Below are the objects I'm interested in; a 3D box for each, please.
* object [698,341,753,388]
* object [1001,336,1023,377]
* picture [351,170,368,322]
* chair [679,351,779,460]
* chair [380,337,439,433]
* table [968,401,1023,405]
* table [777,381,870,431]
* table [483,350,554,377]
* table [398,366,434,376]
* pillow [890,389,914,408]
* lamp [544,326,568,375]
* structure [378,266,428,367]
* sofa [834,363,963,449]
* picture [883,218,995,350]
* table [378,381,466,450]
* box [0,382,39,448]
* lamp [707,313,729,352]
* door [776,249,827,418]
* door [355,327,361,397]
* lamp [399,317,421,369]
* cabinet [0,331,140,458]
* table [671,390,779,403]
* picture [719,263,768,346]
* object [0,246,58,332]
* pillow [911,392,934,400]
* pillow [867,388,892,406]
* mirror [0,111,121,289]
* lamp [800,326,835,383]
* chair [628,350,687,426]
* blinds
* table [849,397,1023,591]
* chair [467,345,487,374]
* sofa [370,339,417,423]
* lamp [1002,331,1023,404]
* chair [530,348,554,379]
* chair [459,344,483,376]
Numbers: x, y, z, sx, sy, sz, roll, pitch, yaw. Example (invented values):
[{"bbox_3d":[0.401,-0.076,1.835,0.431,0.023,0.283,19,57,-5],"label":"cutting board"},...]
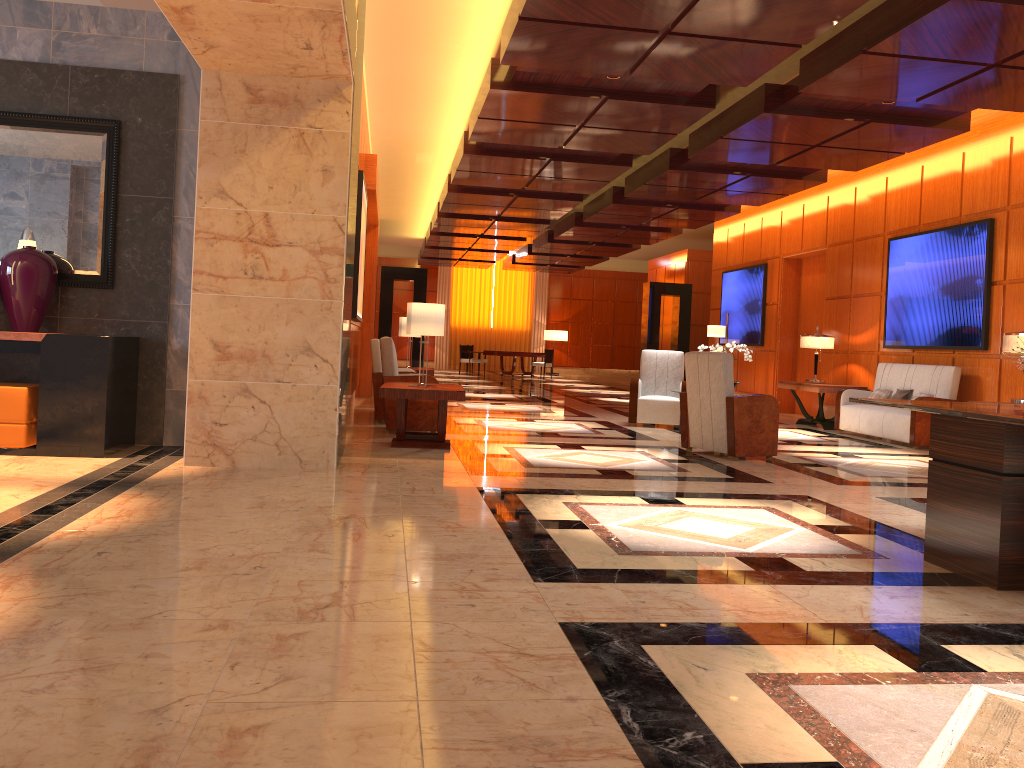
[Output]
[{"bbox_3d":[2.372,-0.183,9.944,0.787,0.617,0.418,2,1,-31],"label":"object"},{"bbox_3d":[2.727,-0.186,4.108,0.649,0.658,0.681,2,1,-17],"label":"object"},{"bbox_3d":[-1.655,-1.419,9.666,0.056,1.451,1.998,3,2,-8],"label":"picture"},{"bbox_3d":[2.006,0.186,8.272,0.628,0.960,0.739,2,1,-29],"label":"chair"},{"bbox_3d":[-1.070,0.002,9.155,0.628,0.960,0.738,3,1,-9],"label":"chair"},{"bbox_3d":[4.897,0.513,8.177,0.725,0.606,1.271,2,2,-8],"label":"table"},{"bbox_3d":[4.308,0.302,12.358,0.725,0.606,1.271,2,2,-8],"label":"table"},{"bbox_3d":[0.185,-0.591,26.385,2.105,0.741,0.784,1,2,-37],"label":"table"},{"bbox_3d":[-1.512,0.034,12.957,0.724,0.534,1.169,3,2,-5],"label":"table"},{"bbox_3d":[4.688,0.180,10.703,0.160,0.253,0.358,3,2,-11],"label":"pillow"},{"bbox_3d":[1.480,-1.154,30.443,0.811,1.660,0.810,3,1,32],"label":"lamp"},{"bbox_3d":[-2.389,-1.262,19.193,0.985,2.497,0.500,3,0,-8],"label":"structure"},{"bbox_3d":[4.621,0.217,10.674,0.612,0.932,1.800,3,2,-8],"label":"sofa"},{"bbox_3d":[5.100,-1.145,10.719,0.056,1.451,1.998,3,2,-8],"label":"picture"},{"bbox_3d":[-0.813,0.284,7.996,0.724,0.534,1.169,3,2,-5],"label":"table"},{"bbox_3d":[-4.003,0.203,6.380,1.132,0.427,0.490,2,2,-8],"label":"box"},{"bbox_3d":[3.558,-0.381,15.060,0.526,1.660,0.360,3,0,-18],"label":"lamp"},{"bbox_3d":[4.819,-0.784,14.319,0.340,2.650,1.539,3,1,-8],"label":"door"},{"bbox_3d":[-2.442,-1.082,13.273,0.340,2.650,1.501,3,1,-8],"label":"door"},{"bbox_3d":[3.272,-0.186,8.645,13.014,0.734,0.335,5,2,41],"label":"lamp"},{"bbox_3d":[-4.016,0.033,6.524,2.189,0.868,0.784,2,1,-8],"label":"cabinet"},{"bbox_3d":[2.306,0.376,9.821,0.722,0.496,1.561,3,2,-5],"label":"table"},{"bbox_3d":[4.282,-1.438,16.522,0.056,1.451,1.998,3,2,-8],"label":"picture"},{"bbox_3d":[-3.908,-0.729,6.657,0.861,0.652,0.520,2,1,-9],"label":"object"},{"bbox_3d":[4.715,0.216,10.256,0.202,0.229,0.273,3,2,-6],"label":"pillow"},{"bbox_3d":[4.599,0.166,11.130,0.195,0.227,0.344,3,2,-3],"label":"pillow"},{"bbox_3d":[-3.999,-1.451,6.881,1.766,1.338,0.029,2,0,-8],"label":"mirror"},{"bbox_3d":[4.264,-0.419,12.413,0.459,0.793,0.458,3,1,44],"label":"lamp"},{"bbox_3d":[1.885,0.049,11.267,0.738,0.960,0.628,3,1,11],"label":"chair"},{"bbox_3d":[-0.704,-2.480,30.760,3.852,4.064,0.149,3,0,-8],"label":"blinds"},{"bbox_3d":[2.698,0.516,4.092,1.600,0.744,1.602,2,2,-8],"label":"table"},{"bbox_3d":[-1.116,-0.753,27.264,0.577,0.894,0.584,3,1,20],"label":"chair"},{"bbox_3d":[-1.408,-0.071,10.739,0.612,0.932,1.800,3,2,-8],"label":"sofa"},{"bbox_3d":[4.843,-0.203,8.299,0.458,0.810,0.459,3,1,1],"label":"lamp"},{"bbox_3d":[0.897,-0.587,25.654,0.577,0.894,0.584,3,1,35],"label":"chair"},{"bbox_3d":[-1.264,-0.705,26.014,0.577,0.894,0.584,3,1,30],"label":"chair"}]
